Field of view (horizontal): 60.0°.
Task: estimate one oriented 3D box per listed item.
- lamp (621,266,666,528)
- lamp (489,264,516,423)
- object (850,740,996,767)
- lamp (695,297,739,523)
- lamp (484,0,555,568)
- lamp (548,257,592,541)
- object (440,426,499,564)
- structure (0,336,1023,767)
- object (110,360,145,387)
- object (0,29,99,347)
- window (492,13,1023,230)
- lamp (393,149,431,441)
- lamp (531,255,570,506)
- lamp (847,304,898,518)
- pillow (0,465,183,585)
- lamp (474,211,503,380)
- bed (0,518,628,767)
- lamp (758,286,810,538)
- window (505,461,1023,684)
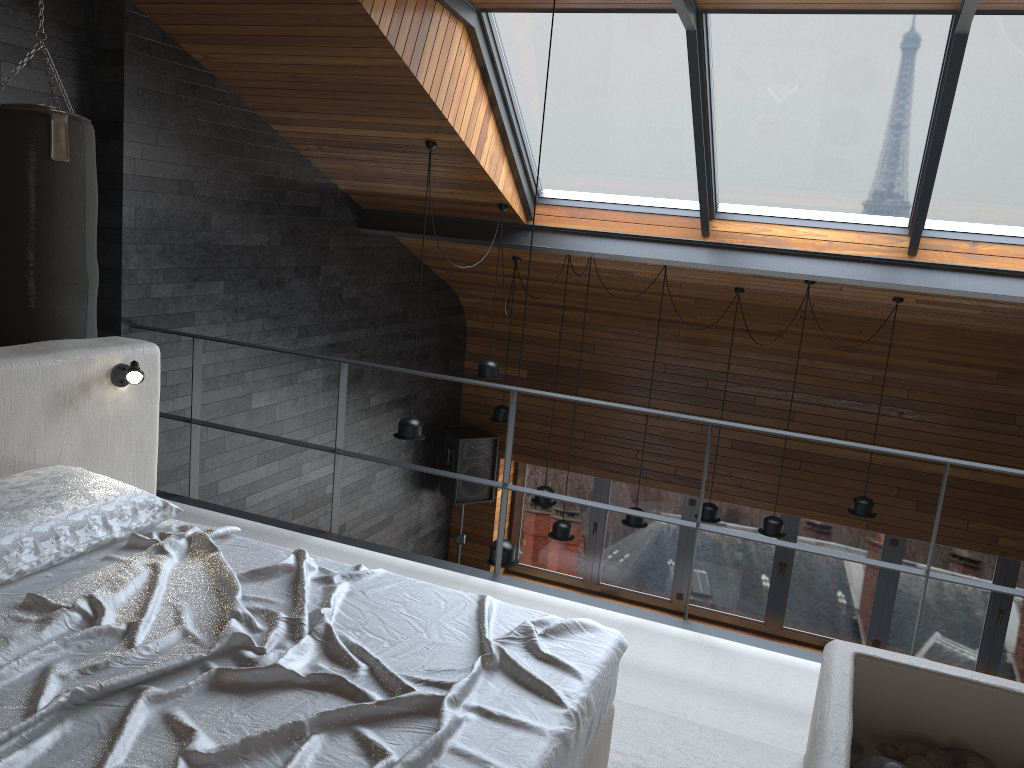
[{"bbox_3d":[1.060,0.105,6.816,0.210,2.033,0.210,-1,12,-31],"label":"lamp"},{"bbox_3d":[-0.027,-0.360,7.466,0.210,1.369,0.210,-1,12,-31],"label":"lamp"},{"bbox_3d":[1.472,1.158,1.606,1.842,0.246,1.436,9,11,20],"label":"object"},{"bbox_3d":[1.679,0.111,7.014,0.210,2.002,0.210,-1,12,-31],"label":"lamp"},{"bbox_3d":[0.084,-0.517,4.997,0.210,3.207,0.210,15,14,43],"label":"lamp"},{"bbox_3d":[0.488,0.072,6.690,0.210,2.272,0.210,-1,12,-31],"label":"lamp"},{"bbox_3d":[-0.587,1.613,9.031,0.639,2.298,0.686,-1,12,-30],"label":"object"},{"bbox_3d":[0.041,0.865,1.536,4.614,1.120,2.634,9,11,20],"label":"structure"},{"bbox_3d":[-1.361,-0.030,3.126,0.085,0.106,0.165,-4,14,-40],"label":"object"},{"bbox_3d":[-2.014,-0.681,3.815,0.442,1.602,0.445,-4,14,-41],"label":"object"},{"bbox_3d":[1.807,-1.558,5.244,3.819,1.031,1.213,9,11,21],"label":"window"},{"bbox_3d":[-0.591,-0.562,5.669,0.210,1.853,0.210,-1,12,-31],"label":"lamp"},{"bbox_3d":[0.348,-0.054,6.903,0.210,2.035,0.210,-1,12,-31],"label":"lamp"},{"bbox_3d":[2.668,0.194,6.444,0.210,1.565,0.210,-1,12,-31],"label":"lamp"},{"bbox_3d":[-1.430,0.388,2.523,0.509,0.173,0.842,9,11,21],"label":"pillow"},{"bbox_3d":[-0.120,-0.641,6.368,0.210,1.206,0.210,-1,12,-31],"label":"lamp"},{"bbox_3d":[-0.935,0.812,1.925,2.011,0.484,1.826,9,11,21],"label":"bed"},{"bbox_3d":[2.048,0.190,6.522,0.210,1.911,0.210,-1,12,-31],"label":"lamp"},{"bbox_3d":[2.681,1.858,8.810,5.937,1.521,0.101,9,11,21],"label":"window"}]
